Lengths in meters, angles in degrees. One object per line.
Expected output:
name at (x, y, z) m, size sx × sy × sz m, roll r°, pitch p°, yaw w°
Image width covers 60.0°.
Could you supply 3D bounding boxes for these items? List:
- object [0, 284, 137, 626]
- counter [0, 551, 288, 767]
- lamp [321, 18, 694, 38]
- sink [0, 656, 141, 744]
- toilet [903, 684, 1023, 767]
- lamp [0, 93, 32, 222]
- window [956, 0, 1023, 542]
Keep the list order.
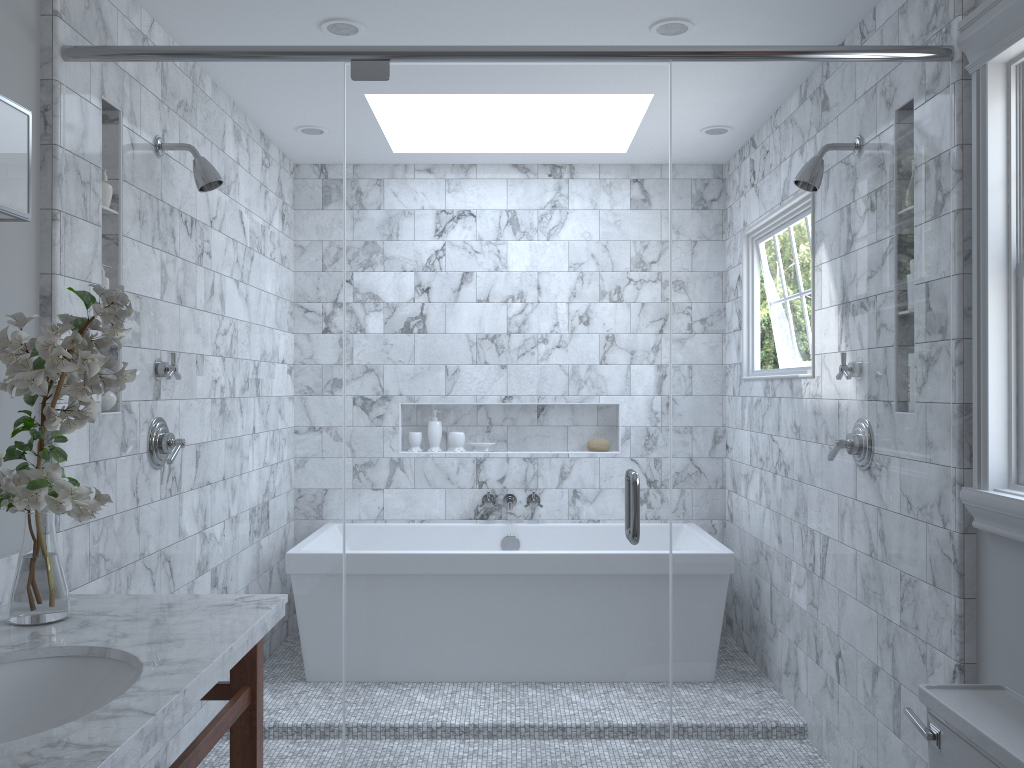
object at (-0.935, 0.153, 1.859) m, size 0.374 × 0.706 × 0.225 m, roll 0°, pitch 0°, yaw 31°
counter at (-0.861, 0.886, 1.314) m, size 0.638 × 0.983 × 1.657 m, roll 0°, pitch 0°, yaw 0°
lamp at (0.011, -1.174, 3.458) m, size 1.976 × 0.050 × 1.289 m, roll 0°, pitch 0°, yaw 0°
sink at (-0.854, 0.658, 1.438) m, size 0.517 × 0.270 × 0.494 m, roll 0°, pitch 0°, yaw -41°
toilet at (0.715, 1.016, 1.731) m, size 0.722 × 0.727 × 0.490 m, roll 0°, pitch 0°, yaw 0°
lamp at (-1.134, -0.494, 1.934) m, size 0.091 × 0.266 × 0.175 m, roll 0°, pitch 0°, yaw 0°
window at (1.181, -0.277, 1.687) m, size 0.149 × 1.248 × 1.040 m, roll 0°, pitch 0°, yaw 0°
